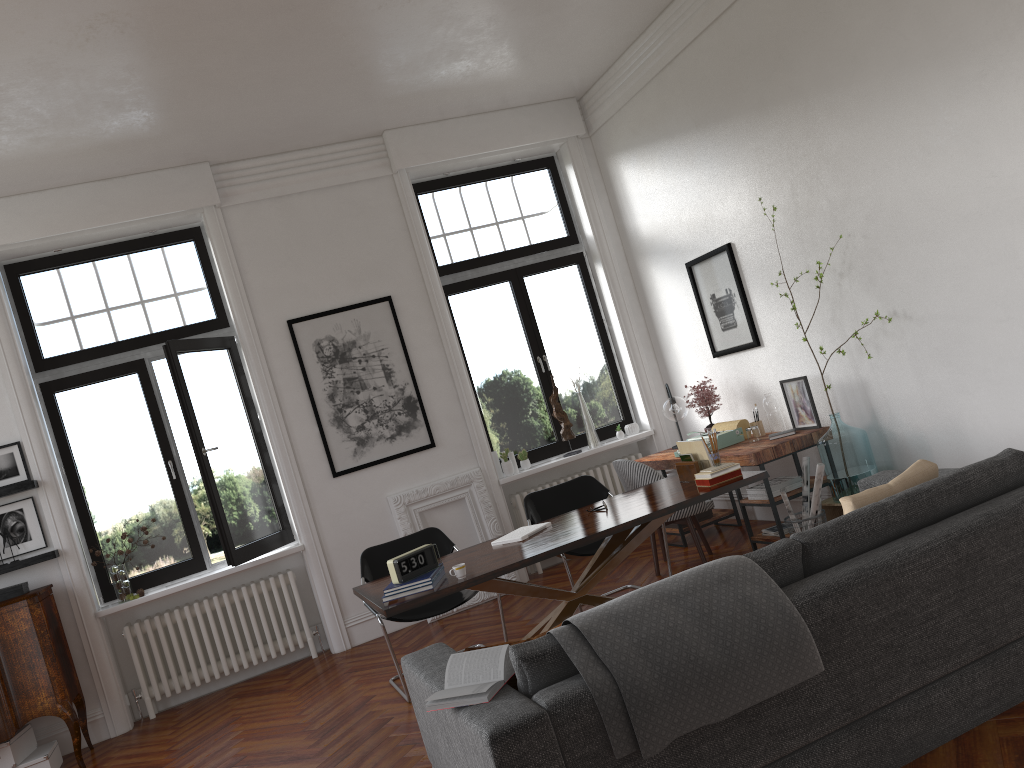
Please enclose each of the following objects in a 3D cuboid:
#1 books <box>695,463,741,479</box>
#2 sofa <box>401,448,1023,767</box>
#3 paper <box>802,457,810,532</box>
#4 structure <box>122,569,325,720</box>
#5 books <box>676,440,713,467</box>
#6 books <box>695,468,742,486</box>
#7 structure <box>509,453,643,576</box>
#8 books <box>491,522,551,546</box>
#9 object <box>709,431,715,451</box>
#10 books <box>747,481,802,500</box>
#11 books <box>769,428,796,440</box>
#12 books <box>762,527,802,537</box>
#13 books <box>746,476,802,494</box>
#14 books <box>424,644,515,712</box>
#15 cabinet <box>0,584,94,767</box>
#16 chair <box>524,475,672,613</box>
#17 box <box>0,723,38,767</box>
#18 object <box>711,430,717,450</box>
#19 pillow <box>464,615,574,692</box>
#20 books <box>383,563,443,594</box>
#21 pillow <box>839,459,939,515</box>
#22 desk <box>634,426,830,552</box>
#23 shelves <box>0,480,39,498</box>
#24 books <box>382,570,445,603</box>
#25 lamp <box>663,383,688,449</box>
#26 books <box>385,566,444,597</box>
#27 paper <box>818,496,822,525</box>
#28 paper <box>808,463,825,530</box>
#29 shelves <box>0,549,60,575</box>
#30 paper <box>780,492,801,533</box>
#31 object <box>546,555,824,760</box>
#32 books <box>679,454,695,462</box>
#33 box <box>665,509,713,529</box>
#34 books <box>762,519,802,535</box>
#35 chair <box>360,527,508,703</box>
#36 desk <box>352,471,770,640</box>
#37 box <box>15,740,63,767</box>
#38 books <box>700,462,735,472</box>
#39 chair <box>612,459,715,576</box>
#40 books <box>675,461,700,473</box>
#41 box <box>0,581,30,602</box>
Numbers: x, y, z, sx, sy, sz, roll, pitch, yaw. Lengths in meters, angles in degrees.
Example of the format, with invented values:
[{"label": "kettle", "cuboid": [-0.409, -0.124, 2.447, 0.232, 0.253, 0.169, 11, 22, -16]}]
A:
[{"label": "books", "cuboid": [1.169, 0.496, 5.041, 0.207, 0.028, 0.164, -16, -1, -22]}, {"label": "sofa", "cuboid": [0.994, 0.976, 3.521, 2.639, 0.829, 1.264, -16, -1, -20]}, {"label": "paper", "cuboid": [1.924, 0.809, 5.804, 0.293, 0.626, 0.048, -17, 0, -27]}, {"label": "structure", "cuboid": [-2.269, 2.046, 6.983, 1.450, 0.778, 0.226, -16, 0, -20]}, {"label": "books", "cuboid": [1.119, 0.452, 5.379, 0.043, 0.239, 0.310, -17, -1, -20]}, {"label": "books", "cuboid": [1.173, 0.530, 5.034, 0.215, 0.040, 0.159, -16, -1, -18]}, {"label": "structure", "cuboid": [0.688, 1.188, 8.074, 1.450, 0.778, 0.226, -16, 0, -20]}, {"label": "books", "cuboid": [0.058, 0.877, 5.189, 0.231, 0.026, 0.324, -17, -1, 35]}, {"label": "object", "cuboid": [1.150, 0.361, 5.061, 0.008, 0.193, 0.049, -17, 0, 4]}, {"label": "books", "cuboid": [1.794, 0.724, 6.044, 0.308, 0.038, 0.226, -16, -1, -21]}, {"label": "books", "cuboid": [1.874, 0.355, 6.202, 0.214, 0.031, 0.129, -17, -1, 18]}, {"label": "books", "cuboid": [1.879, 0.994, 6.086, 0.267, 0.014, 0.196, -16, -1, -21]}, {"label": "books", "cuboid": [1.790, 0.689, 6.054, 0.308, 0.038, 0.226, -16, -1, -20]}, {"label": "books", "cuboid": [-0.135, 0.954, 2.906, 0.225, 0.096, 0.278, -17, -1, 22]}, {"label": "cabinet", "cuboid": [-3.591, 2.146, 5.872, 1.263, 1.218, 0.641, -16, 0, -20]}, {"label": "chair", "cuboid": [0.549, 1.085, 5.924, 0.751, 0.872, 0.747, -16, 0, -20]}, {"label": "box", "cuboid": [-3.373, 2.447, 5.934, 0.209, 0.177, 0.394, -16, -1, -10]}, {"label": "object", "cuboid": [1.162, 0.355, 5.066, 0.008, 0.195, 0.037, -17, 0, -8]}, {"label": "pillow", "cuboid": [0.112, 1.026, 3.144, 0.470, 0.396, 0.330, -17, 0, 18]}, {"label": "books", "cuboid": [-0.497, 0.985, 4.513, 0.250, 0.017, 0.344, -17, -1, 5]}, {"label": "pillow", "cuboid": [1.535, 0.582, 3.571, 0.485, 0.460, 0.226, -16, 0, -20]}, {"label": "desk", "cuboid": [1.679, 0.834, 6.744, 0.646, 0.758, 1.802, -16, -1, -20]}, {"label": "shelves", "cuboid": [-4.107, 0.916, 6.130, 1.512, 0.055, 0.158, -16, -1, -20]}, {"label": "books", "cuboid": [-0.497, 1.026, 4.522, 0.264, 0.027, 0.347, -17, -1, 5]}, {"label": "lamp", "cuboid": [1.359, 0.259, 7.358, 0.207, 0.550, 0.441, -17, 0, 4]}, {"label": "books", "cuboid": [-0.492, 1.001, 4.513, 0.250, 0.017, 0.344, -17, -1, 5]}, {"label": "paper", "cuboid": [1.995, 0.907, 5.747, 0.126, 0.388, 0.026, -17, 0, 3]}, {"label": "paper", "cuboid": [1.909, 0.808, 5.601, 0.047, 0.609, 0.331, -17, 0, -40]}, {"label": "shelves", "cuboid": [-3.958, 1.418, 6.132, 1.512, 0.055, 0.156, -16, -1, -20]}, {"label": "paper", "cuboid": [1.822, 0.914, 5.678, 0.074, 0.479, 0.033, -17, 0, 17]}, {"label": "object", "cuboid": [0.540, 0.849, 2.862, 0.750, 0.387, 0.401, -16, -1, -20]}, {"label": "books", "cuboid": [1.084, 0.498, 5.384, 0.040, 0.157, 0.129, -17, 0, -20]}, {"label": "box", "cuboid": [1.453, 1.108, 7.350, 0.317, 0.082, 0.297, -16, -1, -20]}, {"label": "books", "cuboid": [1.875, 0.979, 6.086, 0.267, 0.014, 0.196, -16, -1, -8]}, {"label": "chair", "cuboid": [-0.513, 1.393, 5.532, 0.751, 0.872, 0.747, -16, 0, -20]}, {"label": "desk", "cuboid": [0.353, 1.187, 5.001, 2.222, 0.751, 1.032, -16, -1, -20]}, {"label": "box", "cuboid": [-3.205, 2.580, 5.979, 0.244, 0.177, 0.395, -16, -1, -20]}, {"label": "books", "cuboid": [1.171, 0.476, 5.055, 0.159, 0.008, 0.128, -16, -1, -18]}, {"label": "chair", "cuboid": [1.130, 0.917, 6.530, 0.546, 0.899, 0.718, -16, 0, -27]}, {"label": "books", "cuboid": [1.063, 0.527, 5.328, 0.028, 0.124, 0.221, -17, -1, -20]}, {"label": "box", "cuboid": [-3.501, 1.449, 6.109, 0.281, 0.086, 0.209, -16, -1, -20]}]
